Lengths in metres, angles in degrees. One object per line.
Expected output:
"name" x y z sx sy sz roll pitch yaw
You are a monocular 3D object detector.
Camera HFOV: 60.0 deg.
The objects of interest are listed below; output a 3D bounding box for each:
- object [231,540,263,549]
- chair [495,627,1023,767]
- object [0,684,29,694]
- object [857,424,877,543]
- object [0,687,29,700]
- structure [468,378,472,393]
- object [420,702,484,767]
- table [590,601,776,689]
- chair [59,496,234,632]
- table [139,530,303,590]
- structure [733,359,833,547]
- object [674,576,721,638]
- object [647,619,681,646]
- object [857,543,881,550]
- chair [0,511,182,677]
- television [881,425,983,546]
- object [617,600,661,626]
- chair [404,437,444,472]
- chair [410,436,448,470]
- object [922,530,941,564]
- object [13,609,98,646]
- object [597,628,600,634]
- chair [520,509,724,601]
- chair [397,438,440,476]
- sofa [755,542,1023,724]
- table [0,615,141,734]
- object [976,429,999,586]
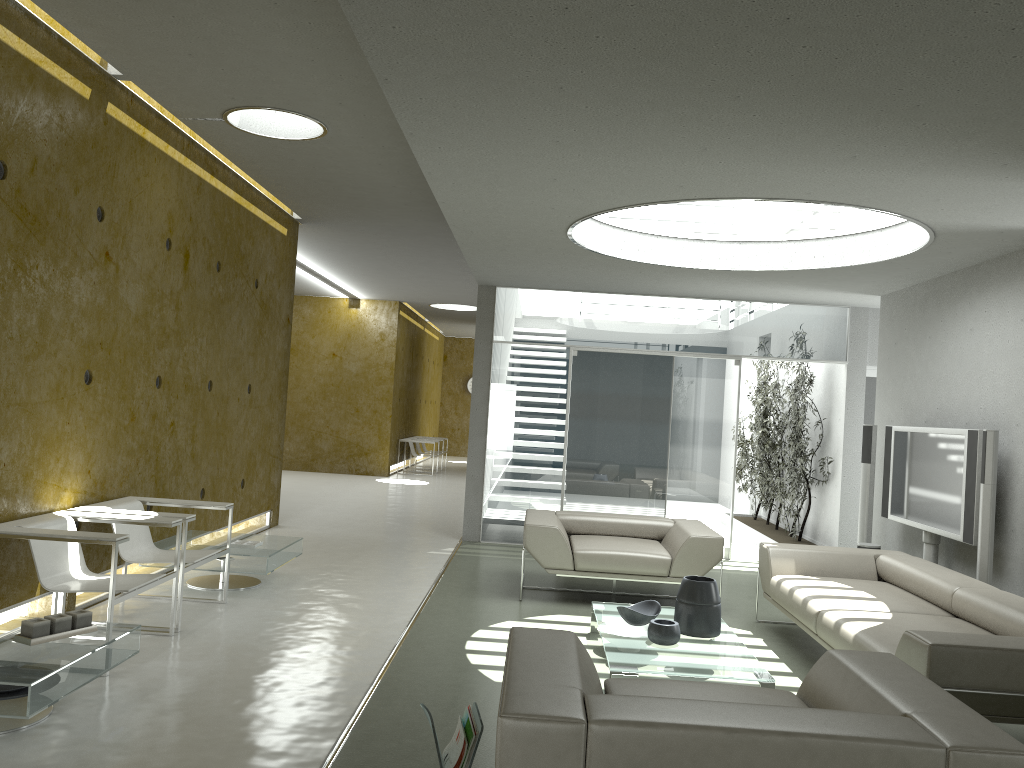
"object" -1.929 1.164 6.431 0.197 0.029 0.189 3 -2 2
"chair" 0.696 1.253 2.931 1.481 0.583 1.039 3 -2 2
"object" -2.023 1.196 3.527 0.239 0.027 0.239 3 -2 19
"object" 3.146 1.095 7.864 0.310 1.469 0.310 3 -2 29
"object" -2.023 1.199 3.527 0.394 0.027 0.394 4 -2 -15
"structure" -0.956 0.051 24.421 0.547 0.539 0.016 3 -2 2
"object" -0.233 1.352 3.260 0.216 0.288 0.329 4 -2 -8
"table" 0.884 1.513 4.998 0.790 0.200 1.500 3 -2 2
"chair" -2.260 1.101 5.572 0.710 0.667 0.800 3 -2 2
"table" -2.119 1.321 6.562 0.900 0.300 0.900 3 -2 2
"structure" 3.191 0.623 10.969 0.646 2.589 3.371 3 -2 1
"object" 1.068 1.271 5.084 0.265 0.309 0.265 4 -2 -15
"object" 0.823 1.347 4.806 0.177 0.113 0.177 4 -2 -17
"object" 2.990 1.580 7.465 0.175 0.461 0.185 4 -2 -4
"chair" -2.287 1.076 4.717 0.710 0.667 0.800 3 -2 2
"television" 3.189 0.722 6.725 0.127 0.781 1.603 3 -2 2
"object" 0.742 1.347 5.193 0.223 0.125 0.317 2 -2 39
"chair" -1.848 1.488 18.675 0.710 0.667 0.800 3 -2 2
"chair" -1.821 1.513 19.530 0.710 0.667 0.800 3 -2 2
"object" 3.089 1.452 6.707 0.323 0.689 0.882 3 -2 2
"object" -1.992 1.056 3.888 0.118 0.097 0.326 3 -2 27
"object" 0.705 1.550 5.338 0.387 0.124 0.387 4 -2 -26
"chair" 0.825 1.374 7.026 1.481 0.583 1.039 3 -2 2
"chair" -1.875 1.463 17.819 0.710 0.667 0.800 3 -2 2
"sofa" 2.211 1.400 4.955 1.037 0.585 2.791 3 -2 2
"table" -2.209 1.237 3.716 0.900 0.300 0.900 3 -2 2
"object" 3.009 1.025 5.629 0.310 1.469 0.310 4 -2 -21
